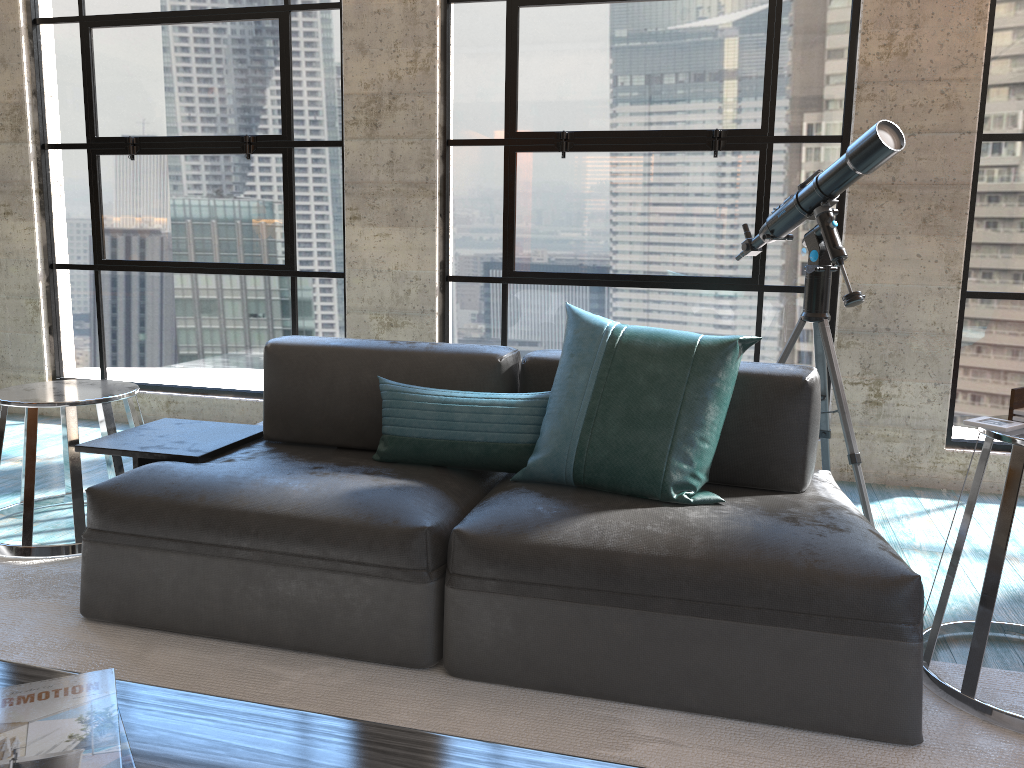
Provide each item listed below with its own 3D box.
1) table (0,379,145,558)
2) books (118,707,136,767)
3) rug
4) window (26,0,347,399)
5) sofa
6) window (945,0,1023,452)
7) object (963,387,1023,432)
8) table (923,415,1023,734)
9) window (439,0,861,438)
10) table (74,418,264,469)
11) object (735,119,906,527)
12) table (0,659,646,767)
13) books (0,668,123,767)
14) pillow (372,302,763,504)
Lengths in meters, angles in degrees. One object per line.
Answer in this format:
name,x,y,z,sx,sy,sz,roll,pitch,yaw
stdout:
table,-1.497,0.254,3.016,0.620,0.472,0.620,4,10,17
books,-0.665,0.490,1.201,0.252,0.011,0.318,-5,11,-30
rug,-0.129,0.855,0.978,7.768,0.032,2.954,4,10,15
window,-1.634,-1.198,4.448,1.780,2.530,0.081,4,10,15
sofa,-0.022,0.262,2.477,2.063,0.680,1.019,4,10,15
window,2.701,-0.931,3.318,1.780,2.530,0.081,4,10,15
object,1.195,0.059,1.959,0.206,0.096,0.287,-6,12,-34
table,1.235,0.402,2.030,0.549,0.603,0.549,0,10,-6
window,0.534,-1.065,3.883,1.780,2.530,0.081,4,10,15
table,-1.029,0.351,2.771,0.413,0.390,0.420,4,10,15
object,1.038,-0.204,3.227,0.595,1.406,0.617,4,10,16
table,-0.434,0.706,0.918,1.500,0.309,0.900,4,10,15
books,-0.666,0.481,1.191,0.252,0.011,0.318,-4,11,-25
pillow,0.105,0.022,2.384,1.042,0.466,0.349,5,11,25
